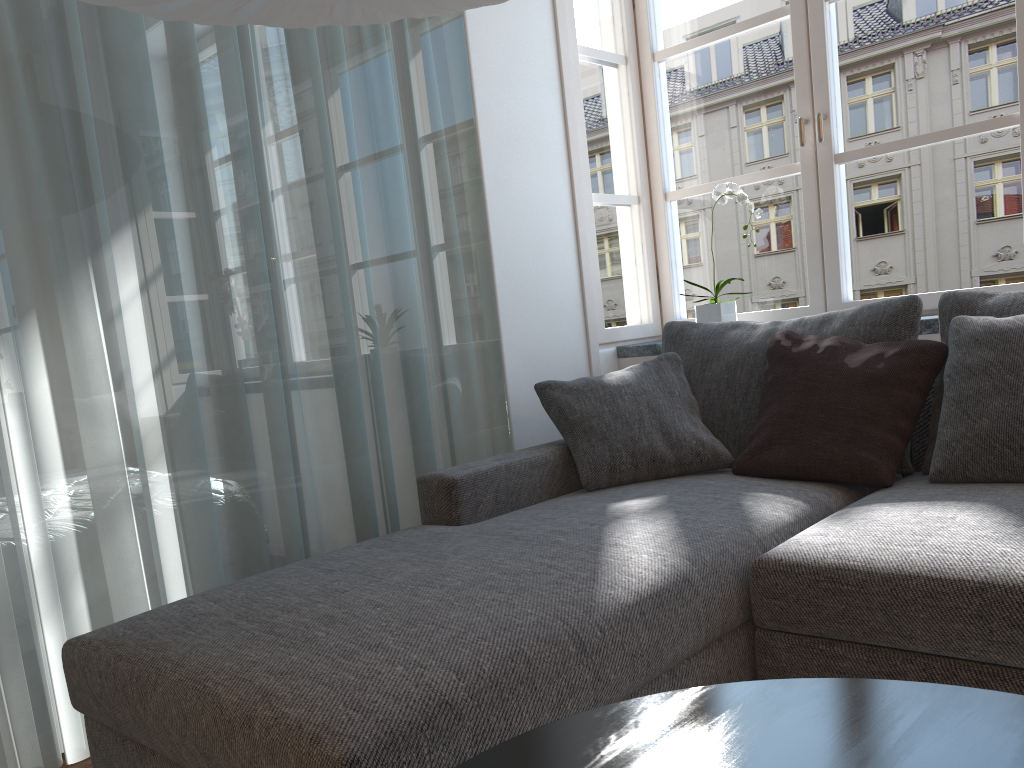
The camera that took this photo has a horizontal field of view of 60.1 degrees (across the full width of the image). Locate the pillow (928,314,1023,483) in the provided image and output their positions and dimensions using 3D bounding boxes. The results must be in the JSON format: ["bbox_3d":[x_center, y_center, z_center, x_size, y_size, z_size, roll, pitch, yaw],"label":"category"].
[{"bbox_3d":[1.307,0.024,1.971,0.667,0.400,0.289,-2,7,43],"label":"pillow"}]

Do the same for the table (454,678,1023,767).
[{"bbox_3d":[0.276,0.608,0.644,0.840,0.476,0.847,-11,6,-44],"label":"table"}]

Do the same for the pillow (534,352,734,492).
[{"bbox_3d":[0.354,0.106,2.651,0.514,0.362,0.344,-7,5,-7],"label":"pillow"}]

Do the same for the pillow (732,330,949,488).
[{"bbox_3d":[0.855,0.052,2.368,0.521,0.406,0.308,-2,8,45],"label":"pillow"}]

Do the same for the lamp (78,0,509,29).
[{"bbox_3d":[-0.211,-0.692,1.066,1.467,0.212,1.462,-7,3,-10],"label":"lamp"}]

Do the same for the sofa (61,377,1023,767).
[{"bbox_3d":[0.888,0.395,1.441,3.070,0.677,2.023,-3,5,44],"label":"sofa"}]

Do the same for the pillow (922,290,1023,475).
[{"bbox_3d":[1.411,-0.019,2.060,0.840,0.479,0.274,-2,7,44],"label":"pillow"}]

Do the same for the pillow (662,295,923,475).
[{"bbox_3d":[0.773,0.021,2.653,0.836,0.482,0.273,-2,7,44],"label":"pillow"}]
